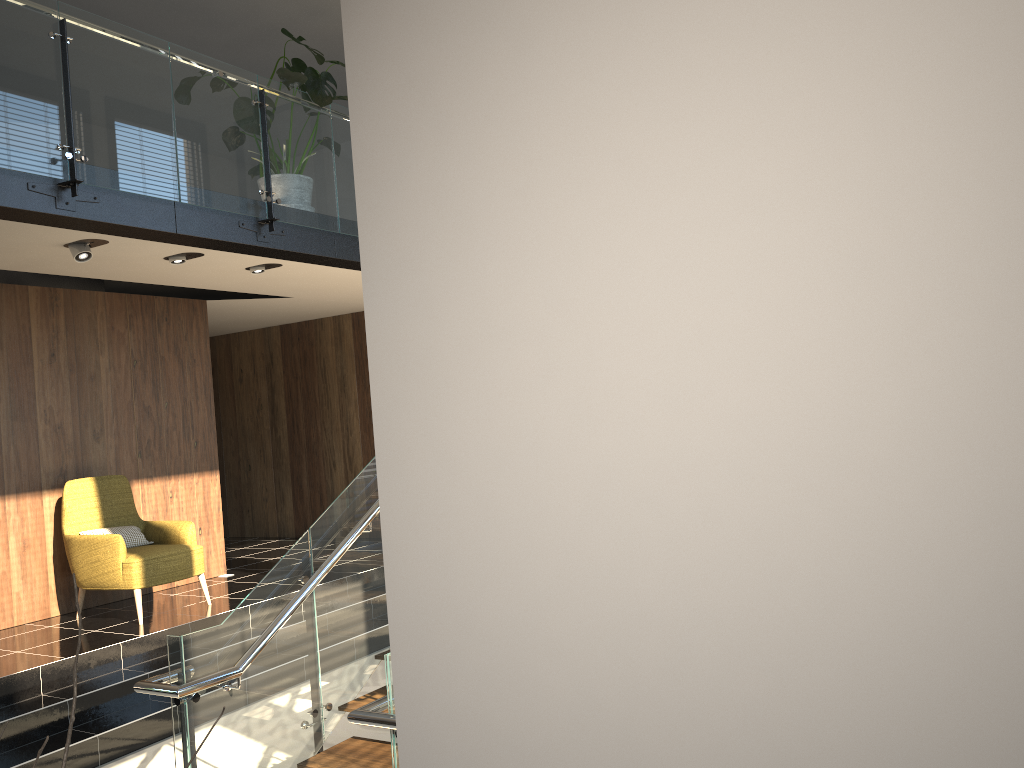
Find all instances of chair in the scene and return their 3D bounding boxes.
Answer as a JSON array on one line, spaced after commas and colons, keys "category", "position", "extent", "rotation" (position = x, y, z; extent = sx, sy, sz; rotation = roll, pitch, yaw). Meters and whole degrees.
[{"category": "chair", "position": [-3.042, 1.278, 7.115], "extent": [1.031, 1.097, 0.807], "rotation": [-5, -2, 30]}]

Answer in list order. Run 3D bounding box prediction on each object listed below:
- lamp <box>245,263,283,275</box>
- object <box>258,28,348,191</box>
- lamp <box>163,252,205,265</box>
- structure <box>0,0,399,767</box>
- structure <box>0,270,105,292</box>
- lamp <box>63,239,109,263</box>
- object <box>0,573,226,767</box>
[{"category": "lamp", "position": [-2.024, -0.999, 7.218], "extent": [0.346, 0.177, 0.195], "rotation": [-6, -2, 31]}, {"category": "object", "position": [-1.850, -2.058, 7.257], "extent": [1.465, 1.554, 1.260], "rotation": [-5, -2, 20]}, {"category": "lamp", "position": [-2.429, -0.988, 6.557], "extent": [0.346, 0.177, 0.195], "rotation": [-6, -2, 31]}, {"category": "structure", "position": [-0.743, 0.110, 5.674], "extent": [3.449, 4.867, 7.278], "rotation": [-5, -2, 31]}, {"category": "structure", "position": [-6.539, 0.583, 6.567], "extent": [1.965, 3.017, 6.660], "rotation": [-5, -2, 31]}, {"category": "lamp", "position": [-2.831, -0.943, 5.896], "extent": [0.346, 0.247, 0.195], "rotation": [-6, -2, 31]}, {"category": "object", "position": [-0.405, 0.530, 0.556], "extent": [0.607, 0.744, 0.406], "rotation": [-4, -1, -8]}]
